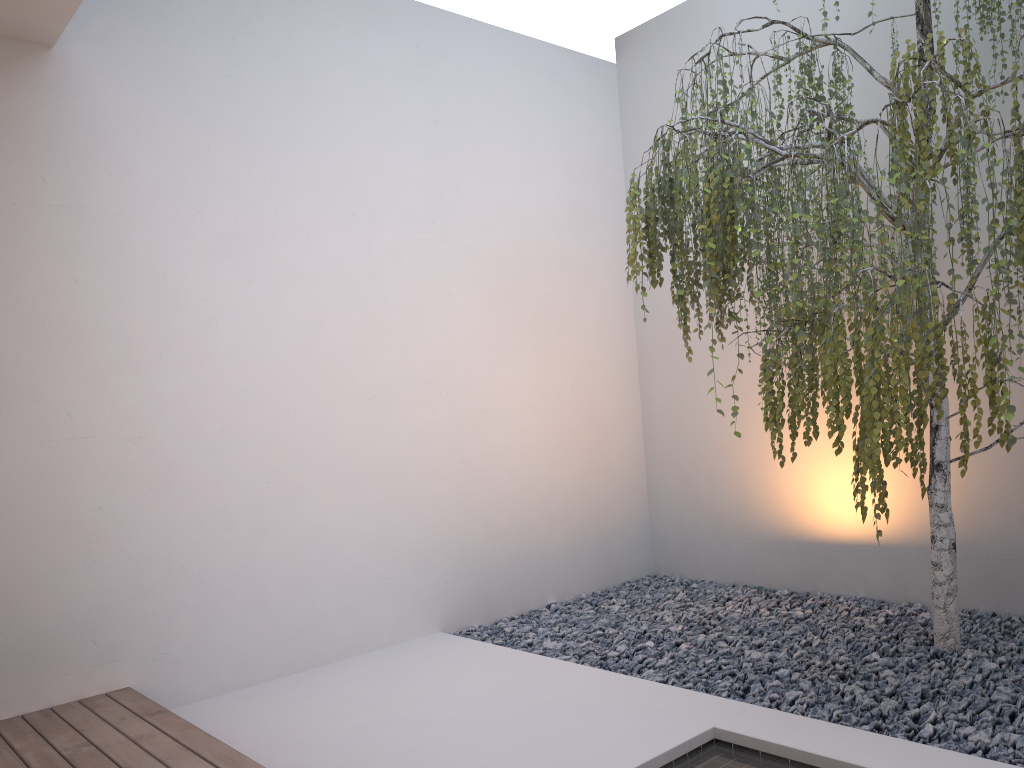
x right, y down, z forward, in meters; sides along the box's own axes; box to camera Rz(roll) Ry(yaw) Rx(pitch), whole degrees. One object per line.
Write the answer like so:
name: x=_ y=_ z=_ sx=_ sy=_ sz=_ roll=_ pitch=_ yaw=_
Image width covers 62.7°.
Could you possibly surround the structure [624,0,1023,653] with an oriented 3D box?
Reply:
structure: x=1.398 y=-0.873 z=3.120 sx=2.088 sy=4.010 sz=2.019 roll=-4 pitch=3 yaw=44
